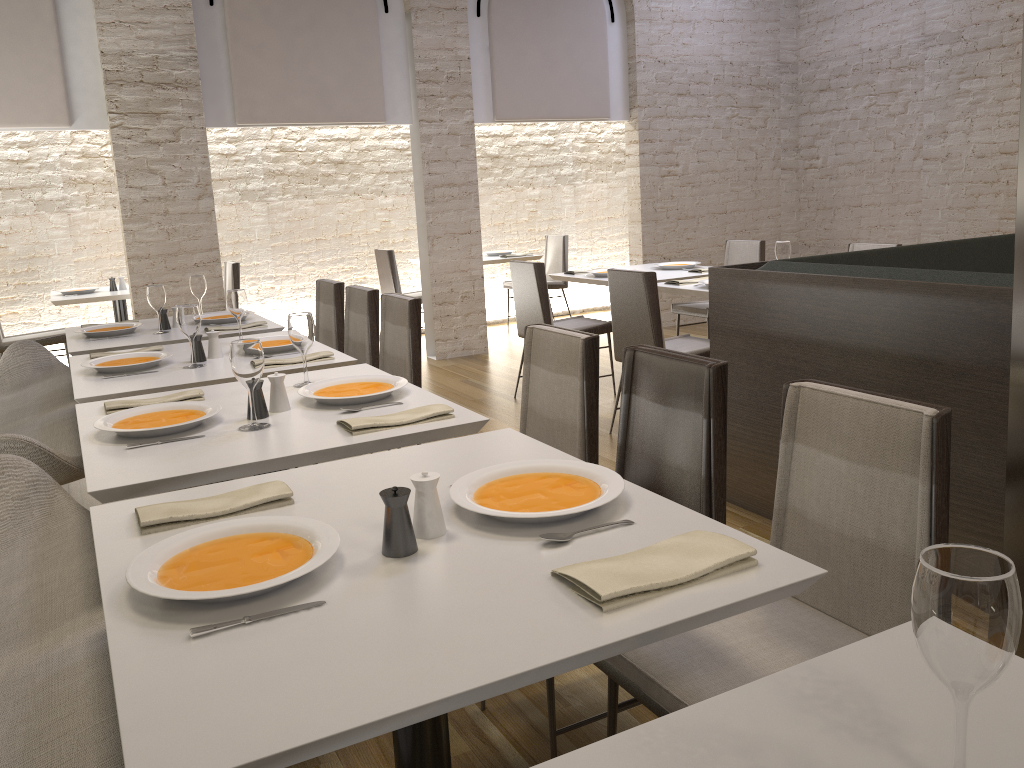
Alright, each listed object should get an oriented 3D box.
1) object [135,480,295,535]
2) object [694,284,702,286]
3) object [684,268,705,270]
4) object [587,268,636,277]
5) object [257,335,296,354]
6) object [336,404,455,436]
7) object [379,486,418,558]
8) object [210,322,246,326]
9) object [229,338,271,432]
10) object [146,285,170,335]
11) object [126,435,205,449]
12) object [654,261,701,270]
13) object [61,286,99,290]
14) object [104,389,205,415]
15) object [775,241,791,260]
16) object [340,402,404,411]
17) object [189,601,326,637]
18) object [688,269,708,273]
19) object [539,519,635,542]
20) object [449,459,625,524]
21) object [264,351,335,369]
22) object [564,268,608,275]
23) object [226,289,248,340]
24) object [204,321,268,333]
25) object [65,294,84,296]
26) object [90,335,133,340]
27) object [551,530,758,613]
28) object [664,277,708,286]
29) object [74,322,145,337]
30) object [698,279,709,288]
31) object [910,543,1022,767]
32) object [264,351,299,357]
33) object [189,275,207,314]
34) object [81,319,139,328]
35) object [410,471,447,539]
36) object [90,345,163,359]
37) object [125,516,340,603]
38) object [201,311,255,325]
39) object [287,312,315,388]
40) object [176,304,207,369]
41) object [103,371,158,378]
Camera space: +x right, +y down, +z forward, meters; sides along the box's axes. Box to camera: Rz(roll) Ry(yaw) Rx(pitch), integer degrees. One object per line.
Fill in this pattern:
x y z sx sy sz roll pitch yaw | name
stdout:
-0.571 0.230 1.701 0.273 0.033 0.143 -9 13 -26 | object
1.092 -0.565 4.980 0.182 0.015 0.038 -9 13 -25 | object
1.211 -0.769 5.903 0.182 0.015 0.038 -9 13 -25 | object
0.653 -0.729 5.828 0.321 0.036 0.324 1 13 19 | object
-0.972 -0.155 3.583 0.321 0.036 0.324 -1 12 10 | object
-0.302 0.088 2.296 0.273 0.033 0.143 -9 13 -26 | object
-0.186 0.218 1.433 0.059 0.109 0.059 -10 13 -34 | object
-1.415 -0.302 4.424 0.182 0.015 0.038 -9 13 -25 | object
-0.679 0.001 2.297 0.086 0.229 0.087 -3 10 3 | object
-1.699 -0.358 4.255 0.086 0.229 0.087 -3 10 3 | object
-0.863 0.141 2.213 0.185 0.010 0.017 -9 13 -26 | object
1.131 -0.807 6.065 0.321 0.036 0.324 1 13 19 | object
-3.489 -0.766 7.155 0.273 0.033 0.143 -9 13 -26 | object
-1.084 0.050 2.685 0.273 0.033 0.143 -9 13 -26 | object
1.469 -0.657 4.803 0.086 0.229 0.087 -3 10 3 | object
-0.386 0.060 2.450 0.182 0.015 0.038 -9 13 -25 | object
-0.350 0.322 1.229 0.185 0.010 0.017 -9 13 -26 | object
1.295 -0.742 5.749 0.273 0.033 0.143 -9 13 -26 | object
0.127 0.241 1.466 0.182 0.015 0.038 -9 13 -25 | object
0.047 0.203 1.628 0.322 0.036 0.323 7 16 40 | object
-0.808 -0.090 3.267 0.273 0.033 0.143 -9 13 -26 | object
0.513 -0.780 6.138 0.273 0.033 0.143 -9 13 -26 | object
-1.164 -0.286 3.775 0.086 0.229 0.087 -3 10 3 | object
-1.331 -0.274 4.270 0.273 0.033 0.143 -9 13 -26 | object
-3.268 -0.674 6.683 0.185 0.010 0.017 -9 13 -26 | object
-1.892 -0.221 4.187 0.185 0.010 0.017 -9 13 -26 | object
0.211 0.268 1.312 0.273 0.033 0.143 -9 13 -26 | object
1.036 -0.596 5.135 0.273 0.033 0.143 -9 13 -26 | object
-1.973 -0.261 4.349 0.321 0.036 0.324 -1 12 10 | object
1.176 -0.545 4.825 0.321 0.036 0.324 1 13 19 | object
0.396 0.263 0.780 0.086 0.229 0.087 -1 10 15 | object
-0.892 -0.118 3.421 0.182 0.015 0.038 -9 13 -25 | object
-1.681 -0.468 4.767 0.086 0.229 0.087 -3 10 3 | object
-2.113 -0.312 4.659 0.273 0.033 0.143 -9 13 -26 | object
-0.144 0.201 1.504 0.059 0.109 0.059 -10 13 -34 | object
-1.590 -0.128 3.656 0.273 0.033 0.143 -9 13 -26 | object
-0.431 0.281 1.391 0.322 0.036 0.323 7 16 40 | object
-1.495 -0.339 4.586 0.321 0.036 0.324 -1 12 10 | object
-0.661 -0.109 2.809 0.086 0.229 0.087 -3 10 3 | object
-1.182 -0.176 3.263 0.086 0.229 0.087 -3 10 3 | object
-1.369 -0.037 3.184 0.185 0.010 0.017 -9 13 -26 | object
